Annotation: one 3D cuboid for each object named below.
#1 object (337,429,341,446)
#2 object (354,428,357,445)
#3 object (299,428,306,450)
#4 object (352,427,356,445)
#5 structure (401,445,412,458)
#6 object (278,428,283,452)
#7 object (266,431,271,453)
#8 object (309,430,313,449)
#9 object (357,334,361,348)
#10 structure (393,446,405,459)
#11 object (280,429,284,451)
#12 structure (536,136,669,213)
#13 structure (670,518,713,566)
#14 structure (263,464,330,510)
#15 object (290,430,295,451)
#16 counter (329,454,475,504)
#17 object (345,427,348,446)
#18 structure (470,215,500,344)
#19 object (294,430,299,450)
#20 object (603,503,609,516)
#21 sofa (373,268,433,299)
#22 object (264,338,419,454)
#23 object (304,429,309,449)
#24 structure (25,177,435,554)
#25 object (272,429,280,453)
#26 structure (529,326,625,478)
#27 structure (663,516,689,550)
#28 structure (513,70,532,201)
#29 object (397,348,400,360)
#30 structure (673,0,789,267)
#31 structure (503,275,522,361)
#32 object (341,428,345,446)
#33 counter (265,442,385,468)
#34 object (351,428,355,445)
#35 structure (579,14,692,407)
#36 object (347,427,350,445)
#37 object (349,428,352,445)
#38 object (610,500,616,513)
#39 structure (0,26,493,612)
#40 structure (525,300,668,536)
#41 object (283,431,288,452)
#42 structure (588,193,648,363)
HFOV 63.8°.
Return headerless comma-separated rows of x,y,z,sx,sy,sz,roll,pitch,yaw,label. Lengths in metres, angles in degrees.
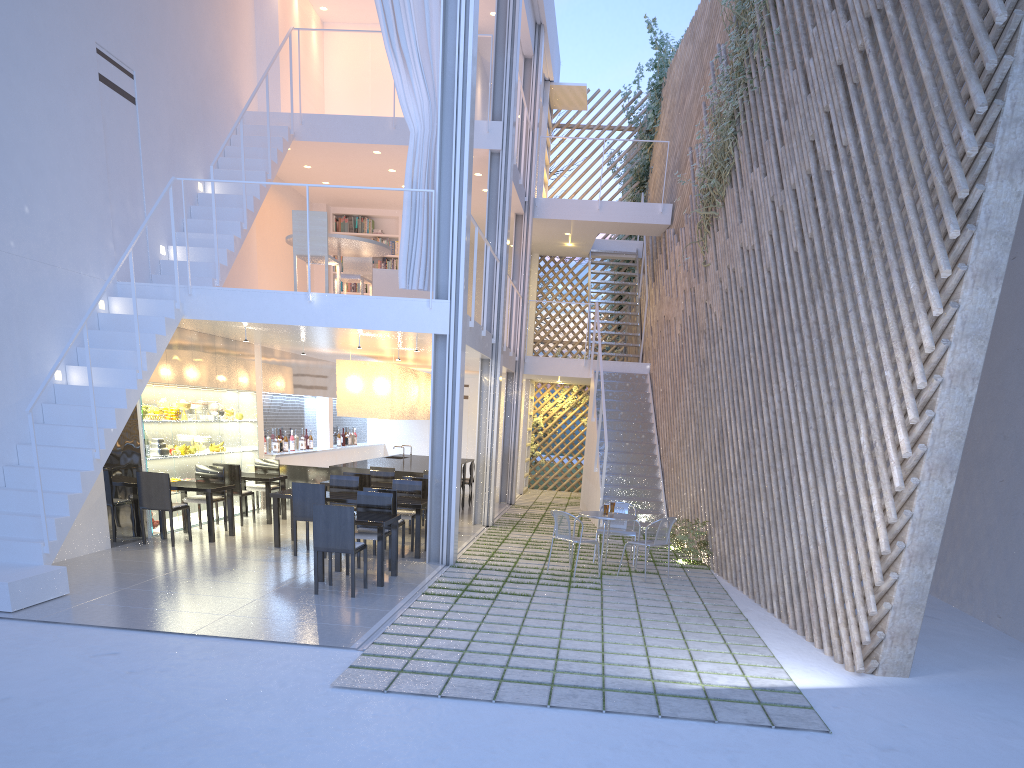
-1.824,0.567,8.665,0.042,0.195,0.038,-4,18,-23,object
-1.760,0.588,9.224,0.043,0.200,0.039,9,18,17,object
-1.929,0.508,7.581,0.046,0.218,0.042,5,17,6,object
-1.767,0.577,9.162,0.044,0.218,0.044,-12,23,-41,object
-1.078,0.686,8.387,0.112,0.133,0.031,4,17,4,structure
-2.090,0.390,6.067,0.105,0.306,1.964,6,-1,8,object
-2.128,0.383,5.962,0.046,0.306,1.772,6,-1,7,object
-1.910,0.529,7.808,0.042,0.195,0.038,-4,18,-23,object
-0.881,-0.248,4.754,0.029,0.085,0.026,8,16,16,object
-1.111,0.672,8.068,0.112,0.133,0.031,4,17,4,structure
-2.114,0.390,6.111,0.067,0.306,2.029,5,-1,7,object
0.804,-1.880,7.386,1.137,0.614,0.025,4,18,4,structure
1.185,1.030,5.394,0.296,0.348,0.292,2,10,-10,structure
-1.750,0.844,6.669,0.555,0.399,0.011,4,18,4,structure
-1.963,0.504,7.346,0.043,0.200,0.039,5,17,6,object
-0.945,0.934,7.795,0.813,0.397,2.383,4,-2,6,counter
-1.798,0.566,8.902,0.046,0.219,0.041,5,17,5,object
-0.202,-0.629,5.200,0.028,0.587,1.607,5,0,6,structure
-1.957,0.510,7.465,0.044,0.201,0.042,-9,21,-36,object
0.551,0.735,4.816,0.031,0.083,0.029,-9,20,-38,object
-0.699,-0.578,6.212,0.498,0.392,0.930,4,1,6,sofa
-1.335,0.149,5.737,1.671,0.878,1.737,4,2,3,object
-1.932,0.518,7.741,0.044,0.208,0.041,2,17,-3,object
-1.192,-0.128,3.833,1.363,1.925,1.333,5,11,5,structure
-2.095,0.388,6.022,0.047,0.307,1.888,5,-1,7,object
0.697,0.303,9.845,1.142,2.150,0.264,4,17,4,structure
1.228,1.092,6.016,0.264,0.280,0.246,6,9,12,structure
0.063,-1.966,6.488,0.028,0.587,1.609,5,0,6,structure
-0.783,-0.206,5.689,0.029,0.085,0.026,8,16,16,object
1.543,-1.930,5.096,0.744,2.923,2.175,3,10,-3,structure
-0.019,-0.551,6.938,0.028,0.587,1.609,5,0,6,structure
-1.797,0.566,8.762,0.044,0.208,0.041,2,17,-3,object
-1.863,0.876,8.455,0.232,0.459,3.441,5,-2,6,counter
-1.765,0.584,9.105,0.046,0.201,0.041,5,17,5,object
1.407,-1.356,10.060,1.117,4.861,3.044,4,12,4,structure
-1.793,0.570,8.984,0.046,0.218,0.042,5,17,6,object
-1.786,0.581,9.054,0.044,0.201,0.042,-9,21,-36,object
0.610,0.746,4.993,0.031,0.083,0.029,-9,20,-38,object
-1.265,-0.725,4.344,1.727,3.552,3.411,5,8,6,structure
0.705,0.226,7.227,1.186,2.105,1.817,3,9,-1,structure
-2.099,0.387,6.039,0.058,0.311,2.300,6,-2,7,object
1.096,-1.139,8.624,0.537,2.026,1.154,3,13,0,structure
